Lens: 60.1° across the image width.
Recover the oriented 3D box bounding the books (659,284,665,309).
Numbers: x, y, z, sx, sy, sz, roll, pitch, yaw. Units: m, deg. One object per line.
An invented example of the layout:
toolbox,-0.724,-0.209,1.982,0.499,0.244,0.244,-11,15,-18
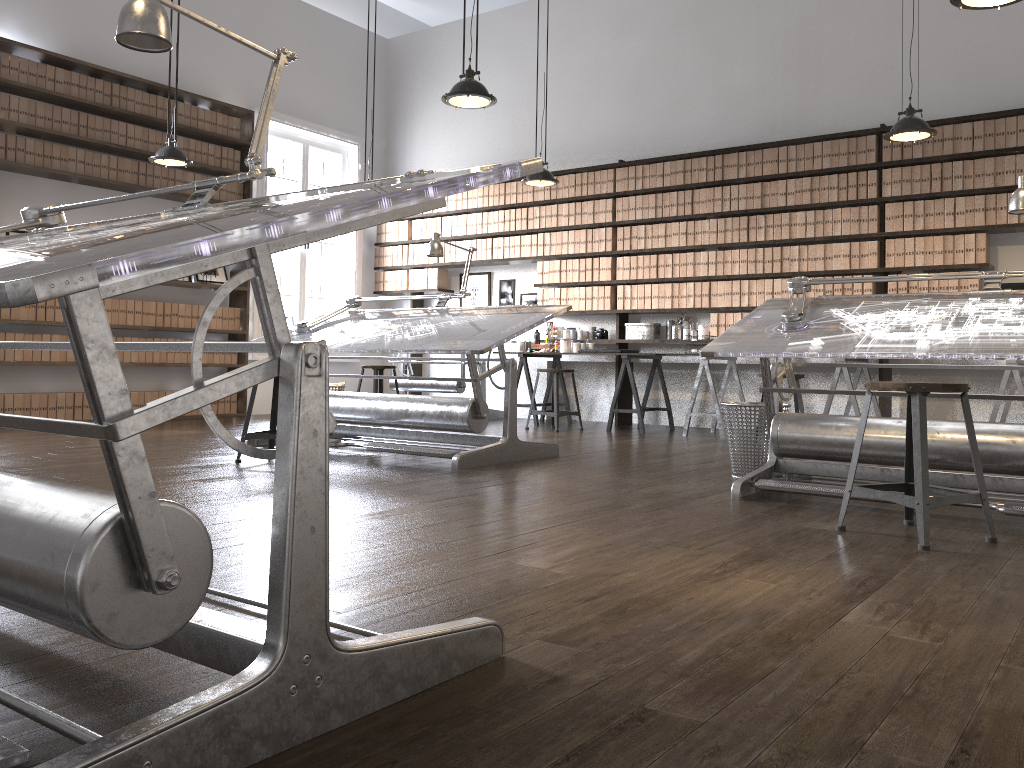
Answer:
books,1.390,-0.785,7.988,0.067,0.226,0.174,0,-1,36

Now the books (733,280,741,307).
books,1.951,-0.765,7.575,0.067,0.226,0.174,0,-1,36

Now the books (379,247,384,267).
books,-1.423,-1.431,10.051,0.067,0.226,0.174,0,-1,36

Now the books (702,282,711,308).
books,1.729,-0.773,7.738,0.067,0.226,0.174,0,-1,36

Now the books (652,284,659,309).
books,1.338,-0.786,8.024,0.067,0.226,0.174,0,-1,36

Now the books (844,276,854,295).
books,2.695,-0.740,7.045,0.067,0.226,0.174,0,-1,36

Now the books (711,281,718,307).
books,1.793,-0.771,7.699,0.067,0.226,0.174,0,-1,36

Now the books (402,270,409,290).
books,-1.137,-1.143,9.829,0.067,0.226,0.174,0,-1,36

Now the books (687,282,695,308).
books,1.612,-0.777,7.824,0.067,0.226,0.174,0,-1,36

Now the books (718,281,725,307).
books,1.844,-0.769,7.658,0.067,0.226,0.174,0,-1,36

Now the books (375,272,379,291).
books,-1.478,-1.155,10.079,0.067,0.226,0.174,0,-1,36

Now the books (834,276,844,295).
books,2.632,-0.742,7.084,0.067,0.226,0.174,0,-1,36

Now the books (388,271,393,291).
books,-1.305,-1.149,9.951,0.067,0.226,0.174,0,-1,36

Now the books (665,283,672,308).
books,1.441,-0.783,7.945,0.067,0.226,0.174,0,-1,36

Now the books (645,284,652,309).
books,1.278,-0.789,8.065,0.067,0.226,0.174,0,-1,36

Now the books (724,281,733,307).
books,1.893,-0.767,7.618,0.067,0.226,0.174,0,-1,36

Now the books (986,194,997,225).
books,3.513,-1.259,6.475,0.067,0.226,0.174,0,-1,36

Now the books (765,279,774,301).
books,2.181,-0.757,7.411,0.067,0.226,0.174,0,-1,36

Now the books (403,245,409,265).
books,-1.129,-1.421,9.839,0.067,0.226,0.174,0,-1,36

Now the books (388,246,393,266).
books,-1.310,-1.427,9.964,0.067,0.226,0.174,0,-1,36

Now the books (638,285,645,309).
books,1.224,-0.790,8.109,0.067,0.226,0.174,0,-1,36

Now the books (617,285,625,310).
books,1.049,-0.796,8.229,0.067,0.226,0.174,0,-1,36

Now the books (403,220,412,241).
books,-1.124,-1.695,9.846,0.067,0.226,0.174,0,-1,36

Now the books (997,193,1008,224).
books,3.571,-1.257,6.433,0.067,0.226,0.174,0,-1,36

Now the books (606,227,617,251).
books,0.956,-1.349,8.328,0.067,0.226,0.174,0,-1,36

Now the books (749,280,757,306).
books,2.071,-0.761,7.498,0.067,0.226,0.174,0,-1,36

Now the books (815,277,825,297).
books,2.514,-0.746,7.170,0.067,0.226,0.174,0,-1,36

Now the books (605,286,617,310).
books,0.942,-0.800,8.308,0.067,0.226,0.174,0,-1,36

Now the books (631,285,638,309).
books,1.168,-0.792,8.152,0.067,0.226,0.174,0,-1,36

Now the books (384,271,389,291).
books,-1.357,-1.151,9.992,0.067,0.226,0.174,0,-1,36

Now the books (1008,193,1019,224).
books,3.626,-1.255,6.388,0.067,0.226,0.174,0,-1,36

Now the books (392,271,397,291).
books,-1.257,-1.147,9.911,0.067,0.226,0.174,0,-1,36

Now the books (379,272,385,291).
books,-1.420,-1.153,10.031,0.067,0.226,0.174,0,-1,36

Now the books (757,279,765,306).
books,2.126,-0.759,7.455,0.067,0.226,0.174,0,-1,36

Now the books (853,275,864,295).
books,2.753,-0.738,6.996,0.067,0.226,0.174,0,-1,36

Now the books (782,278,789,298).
books,2.293,-0.754,7.334,0.067,0.226,0.174,0,-1,36

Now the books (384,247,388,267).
books,-1.365,-1.429,10.009,0.067,0.226,0.174,0,-1,36

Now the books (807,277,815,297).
books,2.459,-0.748,7.215,0.067,0.226,0.174,0,-1,36

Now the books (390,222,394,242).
books,-1.291,-1.700,9.965,0.067,0.226,0.174,0,-1,36

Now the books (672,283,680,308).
books,1.499,-0.781,7.911,0.067,0.226,0.174,0,-1,36

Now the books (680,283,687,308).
books,1.557,-0.779,7.869,0.067,0.226,0.174,0,-1,36

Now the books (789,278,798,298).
books,2.344,-0.752,7.291,0.067,0.226,0.174,0,-1,36

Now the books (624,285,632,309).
books,1.109,-0.794,8.190,0.067,0.226,0.174,0,-1,36

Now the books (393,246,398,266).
books,-1.250,-1.425,9.926,0.067,0.226,0.174,0,-1,36

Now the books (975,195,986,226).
books,3.455,-1.261,6.509,0.067,0.226,0.174,0,-1,36

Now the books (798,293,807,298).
books,2.402,-0.750,7.256,0.067,0.226,0.174,0,-1,36

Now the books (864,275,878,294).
books,2.818,-0.735,6.952,0.067,0.226,0.174,0,-1,36

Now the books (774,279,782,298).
books,2.241,-0.755,7.370,0.067,0.226,0.174,0,-1,36

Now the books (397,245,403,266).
books,-1.193,-1.423,9.878,0.067,0.226,0.174,0,-1,36

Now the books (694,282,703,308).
books,1.672,-0.775,7.786,0.067,0.226,0.174,0,-1,36

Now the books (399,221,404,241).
books,-1.182,-1.697,9.888,0.067,0.226,0.174,0,-1,36

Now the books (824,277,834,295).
books,2.575,-0.744,7.132,0.067,0.226,0.174,0,-1,36

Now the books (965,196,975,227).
books,3.404,-1.263,6.552,0.067,0.226,0.174,0,-1,36

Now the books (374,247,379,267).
books,-1.481,-1.433,10.085,0.067,0.226,0.174,0,-1,36

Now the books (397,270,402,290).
books,-1.198,-1.145,9.868,0.067,0.226,0.174,0,-1,36

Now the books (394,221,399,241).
books,-1.240,-1.698,9.922,0.067,0.226,0.174,0,-1,36

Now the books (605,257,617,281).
books,0.949,-1.071,8.313,0.067,0.226,0.174,0,-1,36

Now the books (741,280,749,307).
books,2.012,-0.763,7.535,0.067,0.226,0.174,0,-1,36
